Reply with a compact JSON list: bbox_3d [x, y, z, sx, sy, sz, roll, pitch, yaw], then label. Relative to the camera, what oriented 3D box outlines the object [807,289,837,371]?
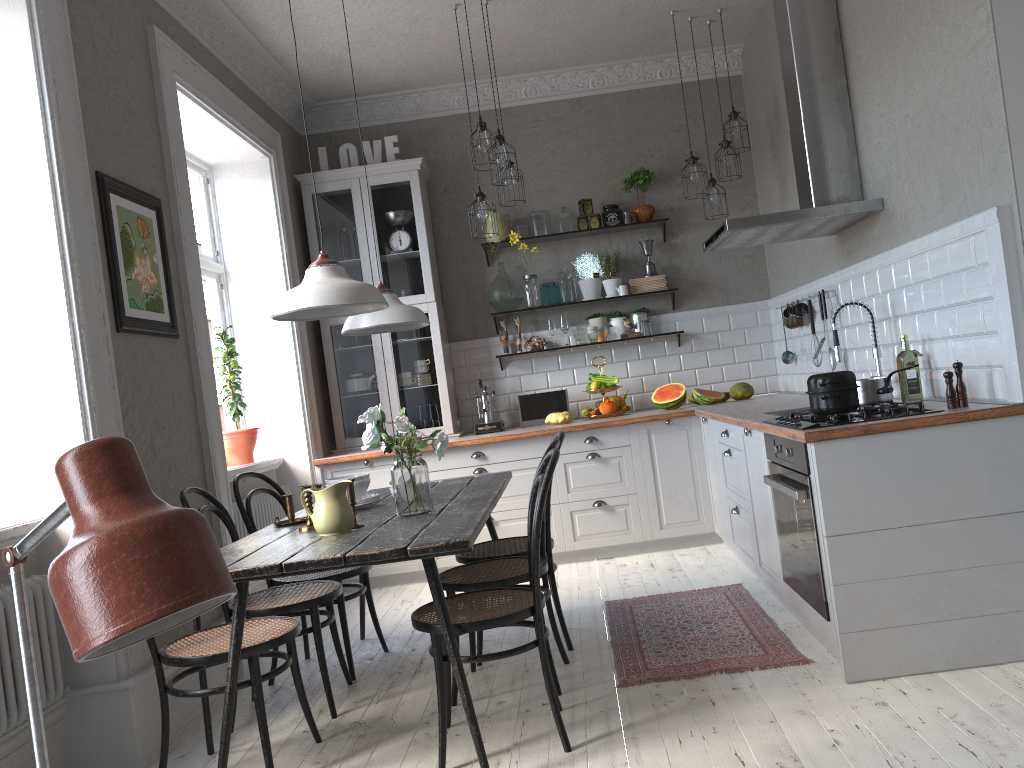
[{"bbox_3d":[1.678,-0.284,4.848,0.081,0.443,0.329,-8,0,4],"label":"object"}]

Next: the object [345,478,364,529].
[{"bbox_3d":[-0.549,0.410,3.047,0.058,0.167,0.060,-8,0,16],"label":"object"}]

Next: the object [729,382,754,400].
[{"bbox_3d":[1.540,0.048,5.941,0.208,0.119,0.129,-7,0,-35],"label":"object"}]

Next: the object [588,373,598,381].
[{"bbox_3d":[0.554,-0.051,6.034,0.074,0.058,0.050,-8,0,-21],"label":"object"}]

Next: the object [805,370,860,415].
[{"bbox_3d":[1.160,0.032,3.200,0.192,0.147,0.190,-8,0,-18],"label":"object"}]

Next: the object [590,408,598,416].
[{"bbox_3d":[0.567,0.192,6.039,0.084,0.057,0.090,-8,0,34],"label":"object"}]

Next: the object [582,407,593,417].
[{"bbox_3d":[0.529,0.193,6.076,0.075,0.072,0.154,-8,0,32],"label":"object"}]

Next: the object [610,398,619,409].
[{"bbox_3d":[0.683,0.138,6.004,0.087,0.078,0.089,-8,0,29],"label":"object"}]

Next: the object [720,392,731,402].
[{"bbox_3d":[1.411,0.089,5.993,0.204,0.073,0.118,-7,0,-35],"label":"object"}]

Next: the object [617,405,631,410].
[{"bbox_3d":[0.727,0.169,6.117,0.212,0.044,0.055,-8,0,40],"label":"object"}]

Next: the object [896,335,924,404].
[{"bbox_3d":[1.643,-0.064,3.640,0.089,0.282,0.082,-8,0,3],"label":"object"}]

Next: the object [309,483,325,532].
[{"bbox_3d":[-0.669,0.424,3.085,0.061,0.172,0.063,-8,0,24],"label":"object"}]

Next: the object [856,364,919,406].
[{"bbox_3d":[1.441,0.004,3.423,0.297,0.134,0.178,-8,0,37],"label":"object"}]

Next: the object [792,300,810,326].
[{"bbox_3d":[1.706,-0.420,5.216,0.107,0.161,0.138,-8,0,20],"label":"object"}]

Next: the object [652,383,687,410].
[{"bbox_3d":[1.043,0.087,5.876,0.232,0.174,0.221,-8,0,24],"label":"object"}]

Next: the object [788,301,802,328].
[{"bbox_3d":[1.723,-0.421,5.343,0.108,0.161,0.137,-8,0,5],"label":"object"}]

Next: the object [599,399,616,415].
[{"bbox_3d":[0.640,0.154,5.930,0.115,0.110,0.109,-7,0,-30],"label":"object"}]

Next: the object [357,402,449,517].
[{"bbox_3d":[-0.375,0.262,3.164,0.312,0.414,0.251,-8,0,0],"label":"object"}]

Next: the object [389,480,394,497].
[{"bbox_3d":[-0.446,0.425,3.662,0.123,0.119,0.129,-8,0,18],"label":"object"}]

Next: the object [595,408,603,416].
[{"bbox_3d":[0.584,0.198,6.054,0.070,0.076,0.226,-8,0,-15],"label":"object"}]

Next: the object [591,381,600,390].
[{"bbox_3d":[0.563,0.012,5.986,0.058,0.069,0.080,-8,0,22],"label":"object"}]

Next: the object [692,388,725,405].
[{"bbox_3d":[1.299,0.076,5.820,0.227,0.127,0.147,-8,0,-15],"label":"object"}]

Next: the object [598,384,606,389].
[{"bbox_3d":[0.608,0.029,6.000,0.063,0.061,0.066,-8,0,2],"label":"object"}]

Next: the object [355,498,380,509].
[{"bbox_3d":[-0.657,0.499,3.624,0.234,0.027,0.240,-8,0,20],"label":"object"}]

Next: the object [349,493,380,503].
[{"bbox_3d":[-0.659,0.482,3.624,0.233,0.027,0.241,-8,0,25],"label":"object"}]

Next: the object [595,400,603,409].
[{"bbox_3d":[0.627,0.147,6.127,0.077,0.076,0.157,-8,0,29],"label":"object"}]

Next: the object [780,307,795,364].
[{"bbox_3d":[1.767,-0.315,5.732,0.077,0.379,0.083,-8,0,2],"label":"object"}]

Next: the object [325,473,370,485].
[{"bbox_3d":[-0.667,0.426,3.624,0.180,0.094,0.178,-8,0,-7],"label":"object"}]

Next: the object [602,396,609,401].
[{"bbox_3d":[0.656,0.132,6.119,0.085,0.093,0.086,-8,0,-2],"label":"object"}]

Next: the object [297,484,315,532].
[{"bbox_3d":[-0.724,0.432,3.158,0.097,0.172,0.095,-8,0,-16],"label":"object"}]

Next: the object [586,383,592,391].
[{"bbox_3d":[0.555,0.030,6.061,0.096,0.078,0.100,-8,0,-11],"label":"object"}]

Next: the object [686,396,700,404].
[{"bbox_3d":[1.299,0.108,6.092,0.198,0.067,0.103,-8,0,8],"label":"object"}]

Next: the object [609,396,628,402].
[{"bbox_3d":[0.728,0.104,6.076,0.127,0.056,0.059,-8,0,-6],"label":"object"}]

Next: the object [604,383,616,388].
[{"bbox_3d":[0.666,0.023,6.033,0.077,0.062,0.099,-8,0,-24],"label":"object"}]

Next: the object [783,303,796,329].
[{"bbox_3d":[1.731,-0.421,5.472,0.107,0.161,0.138,-8,0,15],"label":"object"}]

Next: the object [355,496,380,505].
[{"bbox_3d":[-0.658,0.490,3.624,0.242,0.027,0.233,-7,0,-30],"label":"object"}]

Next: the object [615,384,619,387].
[{"bbox_3d":[0.708,0.015,6.062,0.052,0.050,0.049,-8,0,12],"label":"object"}]

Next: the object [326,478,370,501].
[{"bbox_3d":[-0.665,0.446,3.624,0.180,0.094,0.178,-8,0,-7],"label":"object"}]

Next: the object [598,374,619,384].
[{"bbox_3d":[0.656,-0.033,6.096,0.178,0.096,0.089,-8,0,22],"label":"object"}]

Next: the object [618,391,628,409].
[{"bbox_3d":[0.756,0.107,6.067,0.060,0.120,0.127,-8,0,26],"label":"object"}]

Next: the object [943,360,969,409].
[{"bbox_3d":[1.555,0.000,3.110,0.073,0.167,0.036,-8,0,2],"label":"object"}]

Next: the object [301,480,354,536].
[{"bbox_3d":[-0.608,0.416,2.965,0.152,0.170,0.133,-7,0,-36],"label":"object"}]

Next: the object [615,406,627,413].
[{"bbox_3d":[0.737,0.177,5.995,0.069,0.051,0.088,-7,0,-40],"label":"object"}]
